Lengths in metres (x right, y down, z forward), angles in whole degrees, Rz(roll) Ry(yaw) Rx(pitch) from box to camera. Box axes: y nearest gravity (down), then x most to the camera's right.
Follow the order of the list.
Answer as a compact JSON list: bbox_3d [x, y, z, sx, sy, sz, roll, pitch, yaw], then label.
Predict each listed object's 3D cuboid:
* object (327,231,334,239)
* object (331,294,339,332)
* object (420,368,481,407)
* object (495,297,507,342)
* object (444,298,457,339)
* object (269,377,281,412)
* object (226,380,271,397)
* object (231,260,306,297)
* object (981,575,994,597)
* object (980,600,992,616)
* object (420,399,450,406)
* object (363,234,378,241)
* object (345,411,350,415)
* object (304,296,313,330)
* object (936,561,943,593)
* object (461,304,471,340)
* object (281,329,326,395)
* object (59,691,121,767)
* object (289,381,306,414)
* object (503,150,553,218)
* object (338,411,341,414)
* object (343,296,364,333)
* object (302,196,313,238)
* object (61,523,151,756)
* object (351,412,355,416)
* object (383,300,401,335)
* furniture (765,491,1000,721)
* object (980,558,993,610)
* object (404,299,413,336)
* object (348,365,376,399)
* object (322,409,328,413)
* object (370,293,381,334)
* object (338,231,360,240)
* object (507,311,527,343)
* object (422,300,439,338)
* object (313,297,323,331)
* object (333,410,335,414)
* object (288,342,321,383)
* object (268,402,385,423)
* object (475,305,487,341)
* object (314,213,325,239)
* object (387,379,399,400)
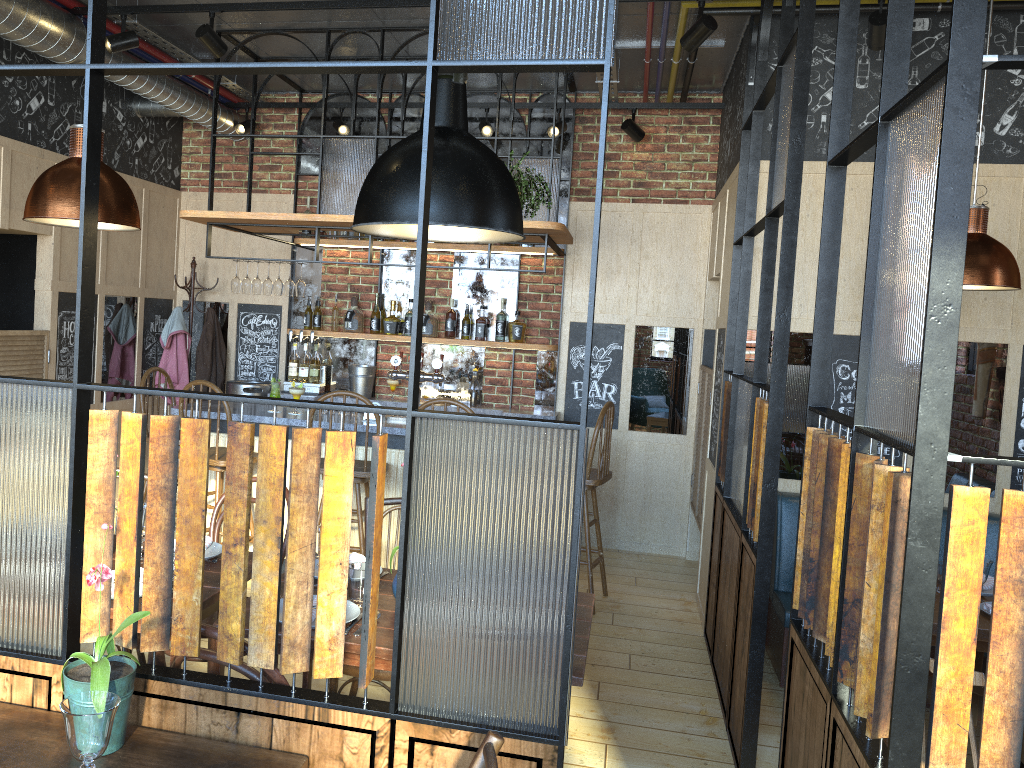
[{"bbox_3d":[-1.397,-1.258,6.812,0.053,0.288,0.058,1,4,-41],"label":"object"},{"bbox_3d":[-1.361,-0.547,6.796,0.053,0.288,0.058,1,4,-41],"label":"object"},{"bbox_3d":[-0.475,0.011,6.588,0.501,0.287,0.086,4,3,13],"label":"object"},{"bbox_3d":[-0.078,-0.476,6.534,0.079,0.329,0.072,5,3,34],"label":"object"},{"bbox_3d":[-0.458,-0.490,6.613,0.089,0.302,0.082,5,3,29],"label":"object"},{"bbox_3d":[-1.475,0.063,5.491,0.068,0.211,0.069,3,3,-7],"label":"object"},{"bbox_3d":[-2.066,0.501,6.885,0.381,1.034,0.417,1,4,-45],"label":"object"},{"bbox_3d":[-1.522,-0.659,5.504,0.508,0.207,0.064,4,3,13],"label":"object"},{"bbox_3d":[1.931,0.838,3.716,0.257,0.051,0.340,0,5,-37],"label":"object"},{"bbox_3d":[1.922,0.863,3.341,0.276,0.051,0.318,4,4,13],"label":"object"},{"bbox_3d":[-0.609,0.137,6.602,0.326,0.019,0.230,5,4,20],"label":"object"},{"bbox_3d":[-1.077,-1.208,6.736,0.147,0.235,0.087,4,3,16],"label":"object"},{"bbox_3d":[-1.037,0.163,5.547,0.042,0.059,0.042,3,3,0],"label":"object"},{"bbox_3d":[-1.580,-0.551,6.854,0.069,0.263,0.063,5,3,32],"label":"object"},{"bbox_3d":[1.791,0.801,3.628,0.082,0.119,0.087,2,3,-21],"label":"object"},{"bbox_3d":[-0.340,-0.461,6.576,0.065,0.263,0.067,3,3,-9],"label":"object"},{"bbox_3d":[-1.605,-0.172,6.811,0.316,0.491,0.201,4,3,11],"label":"object"},{"bbox_3d":[-0.728,0.640,1.513,0.096,0.191,0.100,3,3,-15],"label":"object"},{"bbox_3d":[-1.329,0.082,5.441,0.111,0.197,0.101,6,4,38],"label":"object"},{"bbox_3d":[0.013,-1.092,4.942,0.490,0.369,0.618,3,4,-13],"label":"object"},{"bbox_3d":[-1.082,0.160,5.566,0.042,0.059,0.042,3,3,0],"label":"object"},{"bbox_3d":[-1.217,-0.534,6.762,0.175,0.283,0.118,5,3,24],"label":"object"},{"bbox_3d":[-1.590,-1.293,6.857,0.079,0.329,0.072,5,3,34],"label":"object"},{"bbox_3d":[-0.798,0.505,1.727,0.218,0.426,0.132,6,4,44],"label":"object"},{"bbox_3d":[-0.991,0.167,5.537,0.043,0.059,0.040,5,3,21],"label":"object"},{"bbox_3d":[-0.908,-0.503,6.693,0.119,0.264,0.115,4,3,11],"label":"object"},{"bbox_3d":[1.954,1.052,3.760,1.520,0.821,1.418,4,4,10],"label":"furniture"},{"bbox_3d":[1.813,0.779,3.440,0.097,0.191,0.100,3,3,-10],"label":"object"},{"bbox_3d":[-0.773,-0.504,6.687,0.077,0.283,0.074,4,3,11],"label":"object"},{"bbox_3d":[-1.149,-0.017,6.722,0.209,0.245,0.226,2,4,-29],"label":"object"},{"bbox_3d":[-1.182,0.153,5.572,0.042,0.059,0.042,3,3,0],"label":"object"},{"bbox_3d":[-1.039,-0.540,6.739,0.080,0.317,0.082,3,3,-9],"label":"object"},{"bbox_3d":[-1.252,-1.245,6.778,0.175,0.283,0.118,5,3,24],"label":"object"},{"bbox_3d":[0.036,-0.419,6.479,0.143,0.235,0.089,3,3,-3],"label":"object"},{"bbox_3d":[-0.636,-0.492,6.635,0.175,0.283,0.118,5,3,24],"label":"object"},{"bbox_3d":[-1.504,-0.546,6.837,0.066,0.263,0.066,3,3,-3],"label":"object"},{"bbox_3d":[-1.132,0.157,5.561,0.042,0.059,0.042,3,3,0],"label":"object"},{"bbox_3d":[-1.603,-0.167,6.826,0.264,0.302,0.084,4,3,13],"label":"object"},{"bbox_3d":[-1.148,0.146,5.365,0.782,0.106,0.197,4,4,12],"label":"object"},{"bbox_3d":[-0.227,-0.452,6.549,0.079,0.262,0.077,4,3,11],"label":"object"},{"bbox_3d":[-1.491,-1.273,6.852,0.088,0.302,0.083,5,3,21],"label":"object"},{"bbox_3d":[-0.905,0.023,6.707,0.111,0.197,0.101,6,4,38],"label":"object"}]
